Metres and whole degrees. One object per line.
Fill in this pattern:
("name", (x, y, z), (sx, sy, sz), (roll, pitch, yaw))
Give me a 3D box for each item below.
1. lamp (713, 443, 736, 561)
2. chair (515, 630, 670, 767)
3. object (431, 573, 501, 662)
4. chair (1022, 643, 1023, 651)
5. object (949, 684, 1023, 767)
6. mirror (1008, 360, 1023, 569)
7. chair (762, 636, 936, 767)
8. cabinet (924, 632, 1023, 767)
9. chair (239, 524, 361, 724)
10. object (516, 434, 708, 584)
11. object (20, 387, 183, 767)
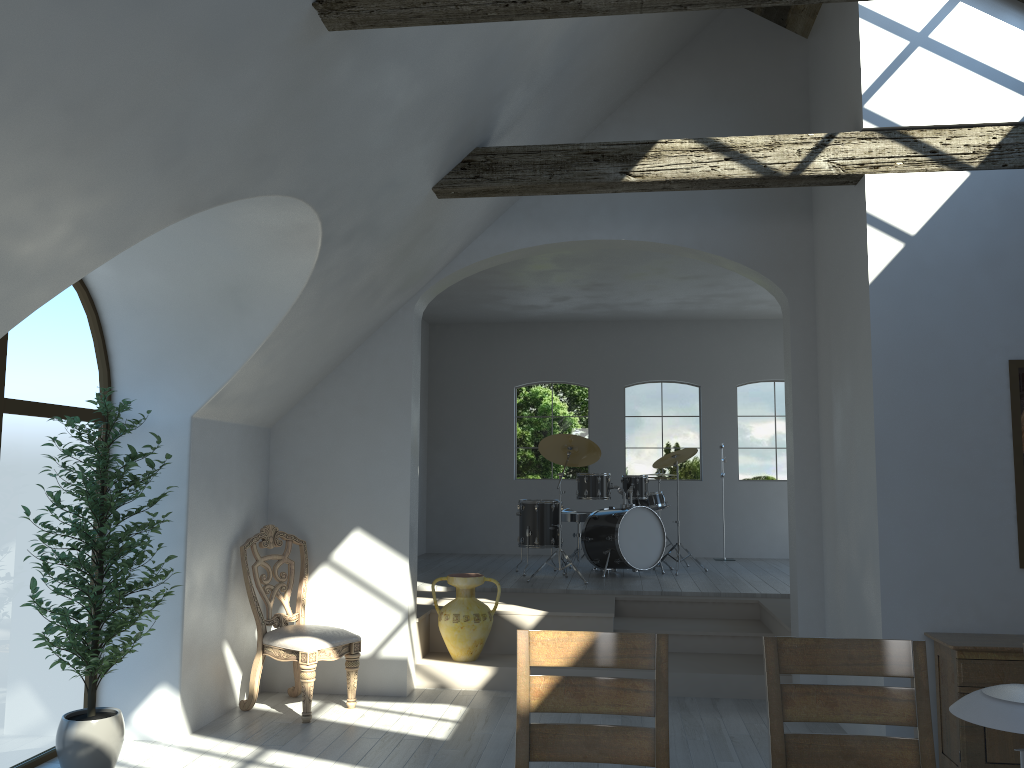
("lamp", (2.525, 1.398, 10.603), (0.232, 1.383, 0.238), (0, -6, 7))
("chair", (0.214, 1.237, 2.436), (0.514, 1.006, 0.605), (0, -6, 7))
("object", (-0.338, 1.698, 6.459), (0.402, 0.605, 0.396), (5, -7, -36))
("chair", (1.694, 1.226, 2.256), (0.514, 1.006, 0.605), (0, -6, 7))
("object", (0.928, 0.727, 1.587), (0.251, 0.362, 0.251), (-3, -7, 30))
("mirror", (2.897, 0.395, 4.425), (0.736, 1.047, 0.009), (0, -6, 7))
("chair", (0.954, 1.231, 2.346), (0.514, 1.006, 0.605), (0, -6, 7))
("cabinet", (2.773, 1.574, 4.142), (1.481, 0.714, 0.383), (0, -6, 7))
("chair", (-1.366, 1.500, 5.717), (0.655, 1.159, 0.552), (-3, -7, 32))
("object", (0.882, 1.250, 9.211), (2.354, 1.383, 1.465), (5, -8, -38))
("object", (-2.047, 0.972, 4.420), (0.718, 1.920, 0.737), (-3, -7, 26))
